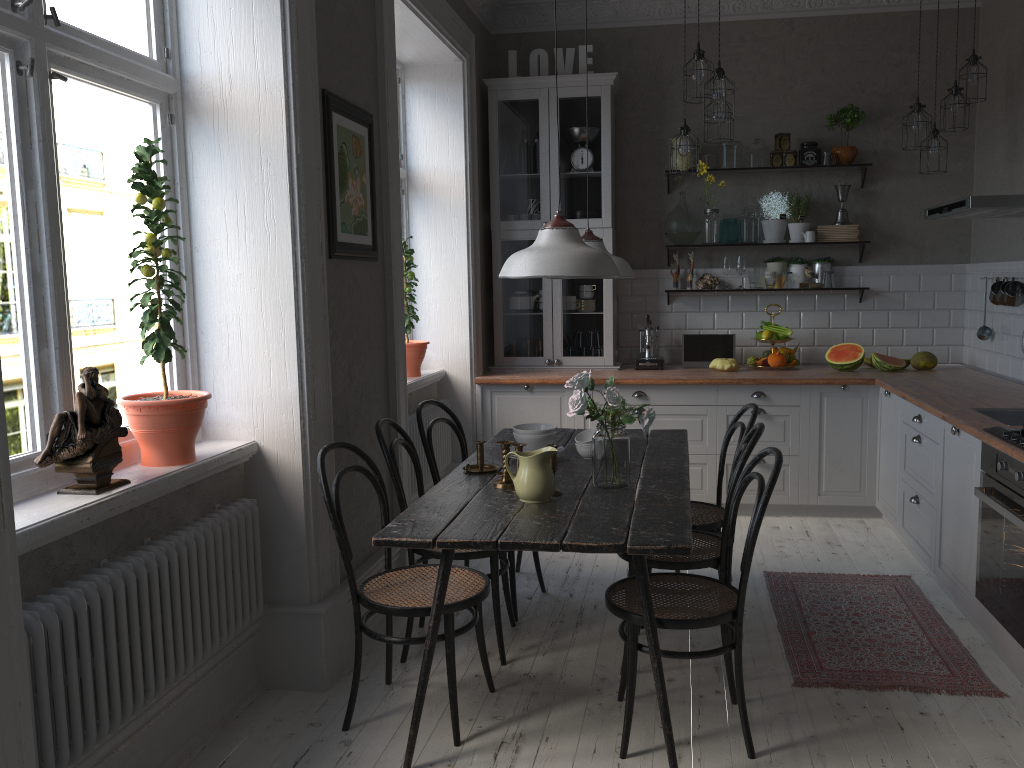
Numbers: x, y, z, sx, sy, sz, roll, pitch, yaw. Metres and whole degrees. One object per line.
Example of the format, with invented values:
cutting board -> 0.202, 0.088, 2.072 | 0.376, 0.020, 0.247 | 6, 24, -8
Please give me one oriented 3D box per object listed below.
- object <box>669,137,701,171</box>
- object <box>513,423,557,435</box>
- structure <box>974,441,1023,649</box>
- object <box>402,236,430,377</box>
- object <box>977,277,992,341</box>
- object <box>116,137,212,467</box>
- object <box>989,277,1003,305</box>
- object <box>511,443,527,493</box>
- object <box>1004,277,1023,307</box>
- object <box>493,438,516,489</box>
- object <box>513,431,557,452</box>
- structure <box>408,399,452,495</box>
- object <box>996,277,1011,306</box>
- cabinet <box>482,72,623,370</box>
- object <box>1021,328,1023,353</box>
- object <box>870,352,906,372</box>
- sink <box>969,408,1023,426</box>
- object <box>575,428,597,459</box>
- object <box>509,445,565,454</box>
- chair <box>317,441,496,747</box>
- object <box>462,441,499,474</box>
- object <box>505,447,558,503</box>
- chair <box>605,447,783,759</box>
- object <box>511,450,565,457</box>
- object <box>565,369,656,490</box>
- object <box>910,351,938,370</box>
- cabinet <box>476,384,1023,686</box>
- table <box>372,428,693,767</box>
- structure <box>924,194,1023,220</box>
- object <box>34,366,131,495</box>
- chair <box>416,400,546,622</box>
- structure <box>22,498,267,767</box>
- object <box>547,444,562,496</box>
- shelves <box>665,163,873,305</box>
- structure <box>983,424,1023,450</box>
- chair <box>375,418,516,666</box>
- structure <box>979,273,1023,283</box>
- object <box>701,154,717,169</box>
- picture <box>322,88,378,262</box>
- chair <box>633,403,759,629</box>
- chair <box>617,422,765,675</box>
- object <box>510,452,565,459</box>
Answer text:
object -> 1.144, -1.517, 5.868 | 0.188, 0.216, 0.176 | 2, 7, 23
object -> 0.094, 0.219, 3.572 | 0.179, 0.094, 0.179 | -1, 7, 1
structure -> 2.011, 0.557, 3.072 | 0.614, 0.623, 0.626 | 0, 7, 10
object -> -0.615, -0.450, 5.136 | 0.255, 0.813, 0.265 | 4, 8, 37
object -> 2.829, -0.449, 5.293 | 0.076, 0.379, 0.083 | 0, 7, 10
object -> -1.071, -0.250, 2.683 | 0.276, 0.991, 0.264 | -7, 9, -41
object -> 2.772, -0.526, 5.026 | 0.107, 0.161, 0.139 | 2, 7, 22
object -> 0.025, 0.282, 3.038 | 0.061, 0.172, 0.063 | 3, 8, 31
object -> 2.716, -0.497, 4.776 | 0.106, 0.161, 0.139 | 2, 7, 27
object -> -0.021, 0.274, 3.118 | 0.096, 0.172, 0.095 | -2, 7, -9
object -> 0.094, 0.239, 3.575 | 0.179, 0.094, 0.179 | -1, 7, 1
structure -> -0.537, 0.370, 4.968 | 0.148, 0.428, 1.230 | 0, 7, 9
object -> 2.749, -0.512, 4.899 | 0.107, 0.161, 0.138 | 0, 7, 12
cabinet -> 0.293, -1.041, 5.966 | 0.874, 1.921, 0.390 | 0, 7, 9
object -> 2.627, -0.322, 4.432 | 0.080, 0.443, 0.331 | 0, 7, 11
object -> 2.338, -0.136, 5.484 | 0.225, 0.127, 0.147 | -2, 7, -8
sink -> 2.238, 0.029, 3.642 | 0.525, 0.720, 0.489 | 0, 7, 10
object -> 0.316, 0.241, 3.586 | 0.122, 0.119, 0.130 | 2, 7, 25
object -> 0.096, 0.274, 3.579 | 0.233, 0.027, 0.242 | 3, 8, 32
chair -> -0.344, 0.657, 2.962 | 0.543, 0.921, 0.443 | 1, 7, 17
object -> -0.120, 0.275, 3.379 | 0.140, 0.112, 0.138 | -2, 7, -8
object -> 0.070, 0.297, 2.912 | 0.152, 0.170, 0.133 | -5, 7, -29
chair -> 0.569, 0.661, 2.811 | 0.546, 0.921, 0.440 | 0, 7, 7
object -> 0.096, 0.283, 3.580 | 0.241, 0.027, 0.234 | -4, 7, -22
object -> 0.341, 0.152, 3.063 | 0.310, 0.414, 0.253 | 0, 7, 8
object -> 2.592, -0.146, 5.572 | 0.207, 0.119, 0.130 | -4, 7, -28
cabinet -> 1.653, 0.467, 4.599 | 2.027, 0.854, 4.111 | -5, 8, -34
table -> 0.230, 0.689, 3.428 | 0.899, 0.735, 1.932 | 0, 7, 10
structure -> 2.288, -1.555, 3.856 | 0.708, 1.596, 0.716 | 0, 7, 10
object -> -1.135, 0.123, 2.336 | 0.119, 0.329, 0.239 | 0, 7, 12
chair -> -0.134, 0.537, 3.984 | 0.541, 0.921, 0.444 | 2, 7, 22
structure -> -1.012, 0.662, 2.478 | 0.148, 0.428, 1.230 | 0, 7, 9
object -> 0.139, 0.289, 2.986 | 0.058, 0.167, 0.060 | 2, 7, 23
shelves -> 1.685, -0.963, 5.909 | 1.308, 0.923, 0.230 | 0, 7, 8
structure -> 1.979, 0.194, 3.039 | 0.493, 0.031, 0.609 | 0, 7, 10
chair -> -0.243, 0.593, 3.509 | 0.546, 0.921, 0.440 | 0, 7, 7
structure -> 2.744, -0.571, 4.787 | 0.094, 0.053, 1.093 | 0, 7, 11
object -> 1.313, -1.471, 5.908 | 0.102, 0.111, 0.104 | 0, 7, 9
picture -> -0.635, -0.806, 3.537 | 0.020, 0.620, 0.524 | 0, 7, 11
chair -> 0.774, 0.543, 3.809 | 0.546, 0.921, 0.440 | 0, 7, 7
chair -> 0.665, 0.599, 3.337 | 0.543, 0.921, 0.443 | 1, 7, 17
object -> 0.096, 0.292, 3.581 | 0.233, 0.027, 0.241 | 3, 7, 27
